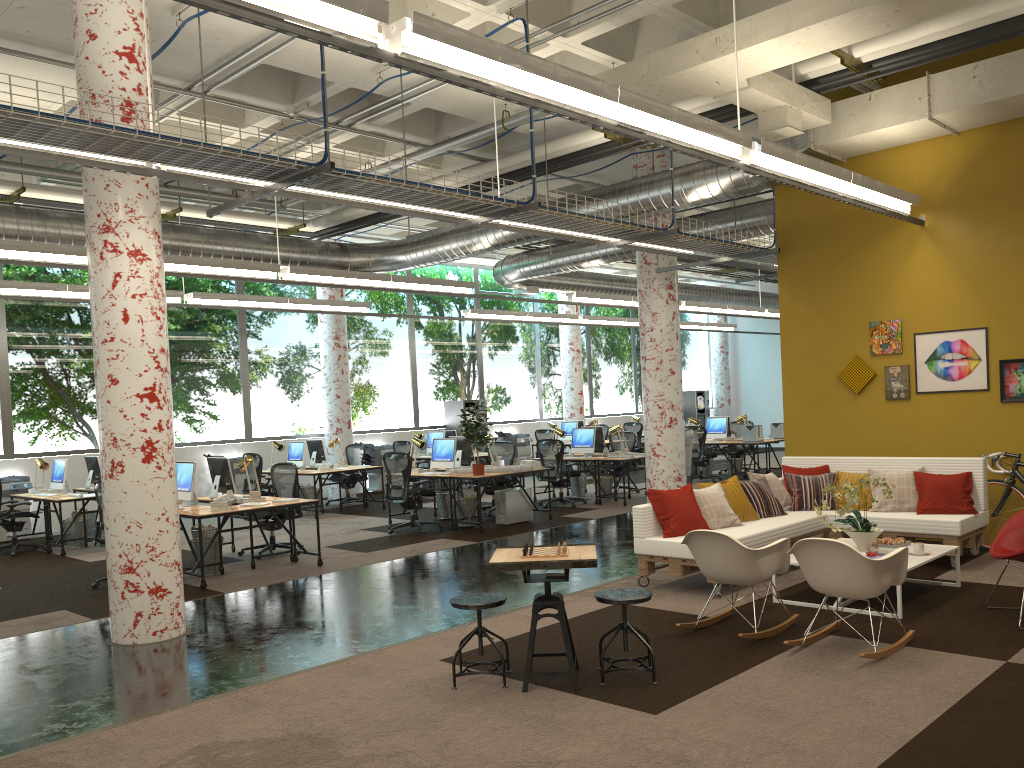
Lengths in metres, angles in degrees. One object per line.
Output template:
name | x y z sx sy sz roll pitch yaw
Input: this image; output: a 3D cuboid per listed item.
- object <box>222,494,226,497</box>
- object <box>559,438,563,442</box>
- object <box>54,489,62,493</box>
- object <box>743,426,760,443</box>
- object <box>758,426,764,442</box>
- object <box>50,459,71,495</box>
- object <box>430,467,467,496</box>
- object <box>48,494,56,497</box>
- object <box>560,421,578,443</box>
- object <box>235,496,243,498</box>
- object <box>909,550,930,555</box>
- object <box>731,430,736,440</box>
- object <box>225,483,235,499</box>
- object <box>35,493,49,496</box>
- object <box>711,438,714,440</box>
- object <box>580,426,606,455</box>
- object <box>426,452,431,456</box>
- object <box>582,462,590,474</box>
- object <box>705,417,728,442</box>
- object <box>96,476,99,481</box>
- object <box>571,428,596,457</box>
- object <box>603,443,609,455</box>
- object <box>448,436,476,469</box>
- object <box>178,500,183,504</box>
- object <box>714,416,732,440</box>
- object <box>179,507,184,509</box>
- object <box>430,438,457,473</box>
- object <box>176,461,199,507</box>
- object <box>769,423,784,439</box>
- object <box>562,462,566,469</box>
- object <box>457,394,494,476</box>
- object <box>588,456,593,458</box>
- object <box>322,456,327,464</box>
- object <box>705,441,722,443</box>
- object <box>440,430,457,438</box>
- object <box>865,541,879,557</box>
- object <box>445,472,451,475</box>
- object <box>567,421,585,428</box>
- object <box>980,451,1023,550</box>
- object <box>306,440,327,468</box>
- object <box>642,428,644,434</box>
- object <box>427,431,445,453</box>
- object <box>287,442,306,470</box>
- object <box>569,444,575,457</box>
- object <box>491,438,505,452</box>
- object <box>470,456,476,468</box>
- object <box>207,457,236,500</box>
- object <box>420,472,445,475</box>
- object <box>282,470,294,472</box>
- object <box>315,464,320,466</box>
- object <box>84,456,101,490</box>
object | -3.419 1.329 10.596 0.106 0.029 0.059 -2 -1 -45
object | 1.122 1.250 20.391 0.101 0.209 0.101 -3 1 -1
object | -6.464 1.439 12.594 0.101 0.209 0.101 -3 1 -1
object | 4.506 0.947 16.682 0.281 0.302 0.150 -3 1 44
object | 4.609 0.944 16.788 0.281 0.302 0.150 -3 1 44
object | -6.270 1.284 12.311 0.484 0.486 0.189 -3 1 44
object | -0.824 1.497 12.443 0.849 0.934 0.104 -3 1 39
object | -6.203 1.499 11.942 0.106 0.029 0.059 -2 -1 -45
object | 1.315 1.096 20.108 0.484 0.486 0.189 -3 1 44
object | -3.189 1.318 10.362 0.439 0.017 0.118 -4 -2 44
object | 3.168 1.316 6.895 0.160 0.020 0.160 -3 -1 8
object | 4.428 1.023 17.740 0.101 0.209 0.101 -3 1 -1
object | -3.167 1.212 9.939 0.101 0.209 0.101 -3 1 -1
object | -6.432 1.523 12.177 0.439 0.017 0.118 -4 -2 44
object | 4.175 1.139 18.397 0.106 0.029 0.059 -2 -1 -45
object | 1.379 0.975 15.236 0.484 0.486 0.189 -3 1 44
object | -1.653 1.319 17.538 0.101 0.209 0.101 -3 1 -1
object | 1.675 1.840 19.984 0.235 0.404 0.119 -2 2 45
object | 4.040 0.897 17.454 0.484 0.486 0.189 -3 1 44
object | -5.883 1.410 12.597 0.101 0.209 0.101 -3 1 -1
object | 1.199 0.971 14.675 0.484 0.486 0.189 -3 1 44
object | 1.586 1.097 14.961 0.101 0.209 0.101 -3 1 -1
object | -0.755 1.004 12.946 0.484 0.486 0.189 -3 1 44
object | -3.748 1.241 9.936 0.101 0.209 0.101 -3 1 -1
object | 4.221 0.901 18.015 0.484 0.486 0.189 -3 1 44
object | -3.486 1.300 9.285 0.106 0.029 0.059 -2 -1 -45
object | -0.936 1.000 12.385 0.484 0.486 0.189 -3 1 44
object | -3.554 1.086 9.653 0.484 0.486 0.189 -3 1 44
object | 5.210 0.929 17.406 0.281 0.302 0.150 -3 1 44
object | 1.212 1.883 20.838 0.235 0.404 0.119 -2 2 45
object | -0.487 0.663 11.611 0.514 1.079 0.438 -2 1 35
object | 1.266 1.185 14.306 0.106 0.029 0.059 -2 -1 -45
object | -3.248 1.345 15.305 0.101 0.209 0.101 -3 1 -1
object | 3.878 1.135 17.320 0.439 0.017 0.118 -4 -2 44
object | -1.279 1.169 17.816 0.484 0.486 0.189 -3 1 44
object | 2.713 1.245 6.675 0.094 0.106 0.094 -3 0 5
object | -0.868 1.214 12.017 0.106 0.029 0.059 -2 -1 -45
object | 1.496 1.100 20.669 0.484 0.486 0.189 -3 1 44
object | 5.053 1.073 8.234 0.401 1.041 1.737 -4 0 -40
object | -3.455 1.223 15.580 0.484 0.486 0.189 -3 1 44
object | 3.384 1.194 22.716 0.101 0.209 0.101 -3 1 -1
object | -1.653 1.542 17.474 1.079 1.210 0.190 -3 1 45
object | -3.635 1.219 15.019 0.484 0.486 0.189 -3 1 44
object | 1.005 1.126 14.958 0.101 0.209 0.101 -3 1 -1
object | -0.290 1.197 17.207 0.281 0.302 0.150 -3 1 44
object | -0.549 1.126 12.671 0.101 0.209 0.101 -3 1 -1
object | -3.374 1.090 10.214 0.484 0.486 0.189 -3 1 44
object | -1.098 1.238 12.251 0.439 0.017 0.118 -4 -2 44
object | -3.797 1.457 14.885 0.439 0.017 0.118 -4 -2 44
object | -3.500 1.462 15.962 0.106 0.029 0.059 -2 -1 -45
object | -6.090 1.289 12.872 0.484 0.486 0.189 -3 1 44
